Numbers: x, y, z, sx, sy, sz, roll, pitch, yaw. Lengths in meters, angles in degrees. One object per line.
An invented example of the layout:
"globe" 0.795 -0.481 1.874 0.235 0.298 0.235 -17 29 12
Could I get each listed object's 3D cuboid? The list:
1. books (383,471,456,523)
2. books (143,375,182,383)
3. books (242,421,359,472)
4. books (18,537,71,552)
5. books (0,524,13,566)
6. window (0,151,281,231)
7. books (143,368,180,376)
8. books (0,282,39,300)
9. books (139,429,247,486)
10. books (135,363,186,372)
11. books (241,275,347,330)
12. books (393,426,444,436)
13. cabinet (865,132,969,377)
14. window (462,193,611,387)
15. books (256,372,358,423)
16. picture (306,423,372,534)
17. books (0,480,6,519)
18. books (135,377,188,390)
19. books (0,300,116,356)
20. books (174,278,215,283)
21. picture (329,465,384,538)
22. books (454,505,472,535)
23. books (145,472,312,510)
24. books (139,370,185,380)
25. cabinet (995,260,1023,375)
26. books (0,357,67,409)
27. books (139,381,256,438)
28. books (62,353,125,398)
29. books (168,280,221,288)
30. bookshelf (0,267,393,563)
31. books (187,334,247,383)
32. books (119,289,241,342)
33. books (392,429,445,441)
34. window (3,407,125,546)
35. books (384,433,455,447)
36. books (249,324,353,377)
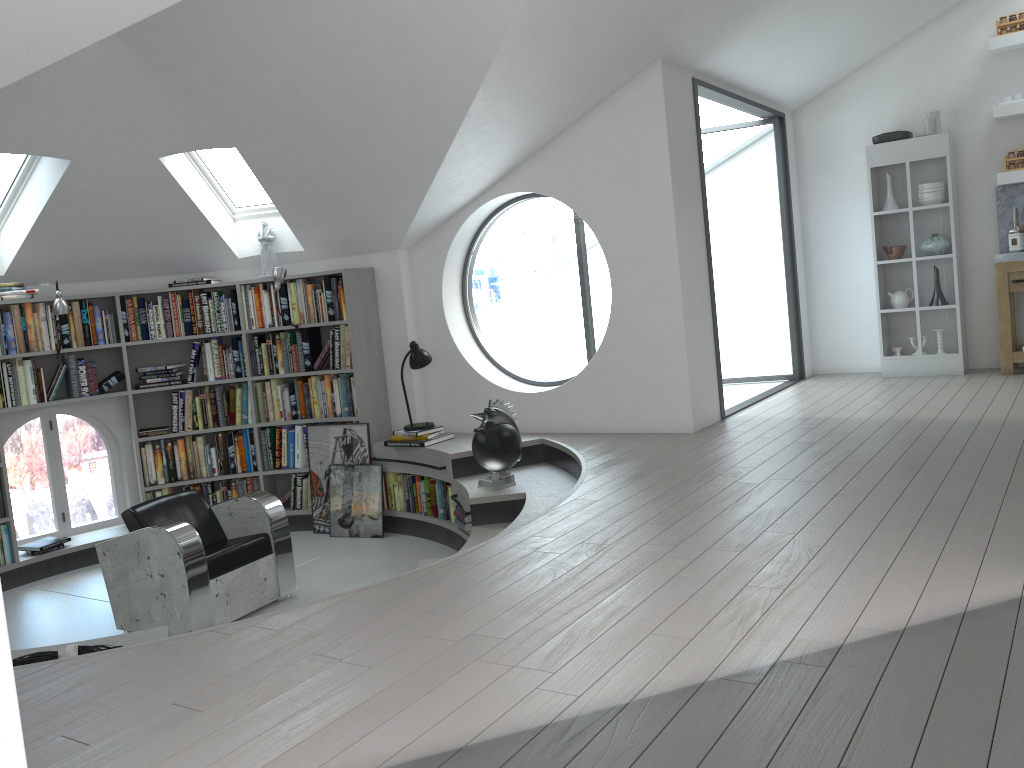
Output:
"books" -0.632 0.812 6.616 0.273 0.297 1.147 -10 7 -42
"books" -2.825 -0.041 7.172 0.286 0.031 0.269 -8 6 -21
"books" -1.621 0.486 7.195 1.183 0.358 0.304 -4 5 15
"books" -3.524 1.204 6.676 0.253 0.029 0.269 -3 6 24
"books" -3.874 1.204 5.992 0.287 0.306 1.022 -4 6 18
"window" -3.237 -1.424 5.794 1.931 0.712 4.067 -2 7 34
"books" -2.831 -0.103 7.167 0.226 0.036 0.214 -6 6 -6
"books" -3.948 -0.553 5.319 0.747 0.173 2.821 -5 6 4
"books" -2.569 0.579 7.209 0.873 0.350 0.272 -7 5 -15
"books" -2.835 -0.134 7.165 0.285 0.031 0.270 -4 6 14
"books" -1.685 -0.658 7.108 1.013 0.361 0.293 -4 5 16
"books" -0.703 0.351 6.664 0.285 0.031 0.270 0 8 43
"cabinet" 3.474 -1.077 7.595 0.641 1.985 0.362 -3 5 33
"window" 0.239 -0.714 6.754 1.469 1.467 0.104 -3 5 34
"books" -1.589 0.102 7.162 1.020 0.347 0.276 -4 5 19
"picture" -1.341 0.742 6.943 0.578 0.861 0.091 -4 4 24
"books" -3.909 0.843 5.985 0.292 0.356 1.035 -4 6 19
"books" -2.822 -0.009 7.174 0.388 0.042 0.366 -7 6 -16
"books" -3.679 -0.392 6.456 0.393 0.366 1.570 -2 7 39
"books" -2.576 -0.838 7.205 0.247 0.027 0.234 -5 6 6
"picture" -1.200 0.901 6.819 0.489 0.554 0.107 -4 5 24
"books" -0.194 0.919 5.776 0.240 0.167 0.666 -7 6 -15
"books" -2.248 0.911 7.244 1.497 0.310 0.360 -6 5 -4
"books" -2.828 -0.072 7.169 0.286 0.031 0.270 -6 6 -6
"cabinet" 6.798 -0.610 5.662 6.424 1.020 1.007 -2 6 34
"books" -3.914 0.108 5.682 0.590 0.370 2.536 -4 6 14
"books" -2.523 0.191 7.193 0.974 0.351 0.252 -7 5 -14
"books" -3.238 -0.087 6.896 0.400 0.340 0.224 -9 6 -36
"books" -2.574 -0.810 7.207 0.336 0.036 0.317 -6 6 -4
"bookshelf" -3.057 0.331 5.917 2.107 1.876 4.346 -2 6 34
"books" -2.378 -0.213 7.238 0.553 0.350 0.256 -7 5 -10
"books" -2.669 -0.564 7.136 0.970 0.367 0.306 -7 5 -13
"books" -0.700 0.383 6.667 0.304 0.034 0.287 -3 6 24
"window" -4.006 0.845 5.991 0.616 1.148 3.241 -4 6 20
"books" -0.696 0.419 6.669 0.387 0.042 0.366 -2 7 34
"books" -1.636 -0.278 7.131 1.051 0.357 0.280 -4 5 19
